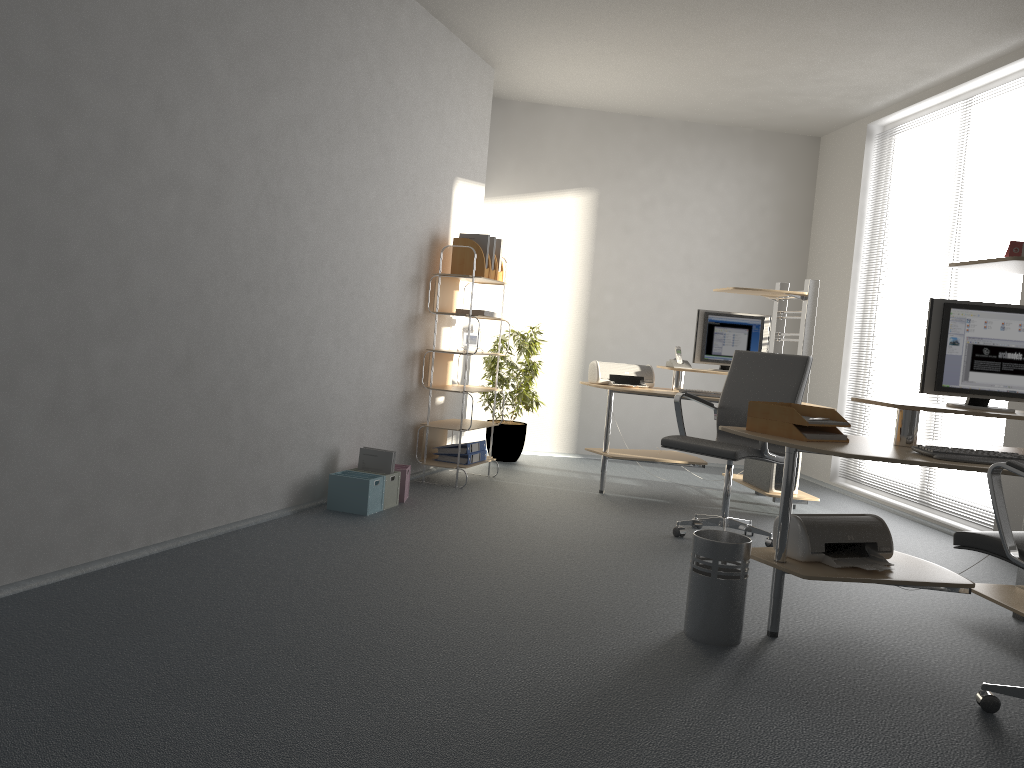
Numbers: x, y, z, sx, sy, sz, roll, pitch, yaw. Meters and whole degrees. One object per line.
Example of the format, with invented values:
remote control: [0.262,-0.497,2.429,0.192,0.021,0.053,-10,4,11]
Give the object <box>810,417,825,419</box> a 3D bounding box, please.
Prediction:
object: [1.146,0.130,3.332,0.008,0.009,0.159,7,4,38]

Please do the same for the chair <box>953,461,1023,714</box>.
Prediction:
chair: [1.715,0.512,2.555,0.584,1.048,0.652,4,3,-21]

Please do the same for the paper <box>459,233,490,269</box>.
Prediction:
paper: [-0.265,-0.862,5.981,0.213,0.297,0.045,6,3,18]

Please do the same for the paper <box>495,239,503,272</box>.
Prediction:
paper: [-0.176,-0.868,6.212,0.213,0.297,0.045,6,4,23]

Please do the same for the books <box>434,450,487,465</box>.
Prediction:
books: [-0.354,0.487,6.082,0.262,0.072,0.320,6,3,21]

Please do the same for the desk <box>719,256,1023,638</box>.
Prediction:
desk: [1.623,0.206,3.217,1.469,1.566,0.967,4,3,-8]

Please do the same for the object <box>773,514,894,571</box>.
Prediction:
object: [1.267,0.589,3.343,0.438,0.162,0.351,3,4,-23]

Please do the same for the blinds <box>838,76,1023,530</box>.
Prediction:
blinds: [2.908,-0.549,6.162,0.037,2.749,1.950,4,3,-8]

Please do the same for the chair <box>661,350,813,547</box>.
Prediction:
chair: [1.217,0.336,4.882,0.652,1.048,0.584,2,4,-42]

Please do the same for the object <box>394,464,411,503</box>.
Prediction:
object: [-0.738,0.583,5.235,0.245,0.202,0.185,5,3,1]

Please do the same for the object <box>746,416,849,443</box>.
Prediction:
object: [1.091,0.170,3.395,0.225,0.060,0.309,3,4,-28]

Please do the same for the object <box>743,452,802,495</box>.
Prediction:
object: [1.765,0.494,6.000,0.199,0.422,0.471,4,3,-8]

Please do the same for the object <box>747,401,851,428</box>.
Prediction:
object: [1.096,0.114,3.392,0.225,0.060,0.309,3,4,-28]

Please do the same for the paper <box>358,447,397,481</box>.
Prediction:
paper: [-0.775,0.521,5.024,0.220,0.306,0.068,6,3,19]

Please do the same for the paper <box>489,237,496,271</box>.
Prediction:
paper: [-0.224,-0.866,6.098,0.213,0.297,0.045,6,3,20]

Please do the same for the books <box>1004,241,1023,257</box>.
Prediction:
books: [2.104,-0.499,3.447,0.320,0.072,0.262,6,4,25]

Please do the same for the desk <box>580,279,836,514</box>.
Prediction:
desk: [1.272,0.018,5.983,1.469,1.566,0.967,4,3,-8]

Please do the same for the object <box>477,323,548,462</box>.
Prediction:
object: [0.009,0.061,7.178,0.544,1.147,0.644,6,4,21]

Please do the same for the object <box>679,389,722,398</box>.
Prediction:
object: [1.343,0.079,6.099,0.478,0.082,0.814,5,3,0]

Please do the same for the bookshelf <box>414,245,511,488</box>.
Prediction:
bookshelf: [-0.311,-0.121,6.065,0.381,1.572,0.724,6,3,20]

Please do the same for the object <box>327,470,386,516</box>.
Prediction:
object: [-0.848,0.596,4.839,0.245,0.202,0.185,6,3,19]

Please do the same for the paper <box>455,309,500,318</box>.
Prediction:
paper: [-0.234,-0.487,6.129,0.213,0.046,0.297,6,3,20]

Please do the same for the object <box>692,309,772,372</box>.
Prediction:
object: [1.546,-0.294,6.269,0.516,0.418,0.245,5,3,7]

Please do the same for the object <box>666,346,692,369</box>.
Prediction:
object: [1.171,-0.188,6.205,0.150,0.151,0.119,4,4,-22]

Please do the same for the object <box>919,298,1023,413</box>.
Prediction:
object: [1.896,-0.107,3.525,0.516,0.418,0.245,6,3,14]

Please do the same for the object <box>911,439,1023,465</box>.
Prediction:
object: [1.654,0.263,3.344,0.478,0.082,0.814,5,3,0]

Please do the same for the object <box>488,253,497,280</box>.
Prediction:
object: [-0.232,-0.845,6.079,0.243,0.259,0.113,6,3,20]

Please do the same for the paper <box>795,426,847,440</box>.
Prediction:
paper: [1.091,0.183,3.395,0.210,0.019,0.297,3,4,-28]

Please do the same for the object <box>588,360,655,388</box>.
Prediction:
object: [0.791,-0.065,6.160,0.438,0.162,0.351,4,3,-16]

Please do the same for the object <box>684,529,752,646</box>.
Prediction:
object: [0.743,0.737,3.210,0.208,0.377,0.208,7,4,36]

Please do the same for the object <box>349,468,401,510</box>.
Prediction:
object: [-0.787,0.592,5.014,0.245,0.202,0.185,6,3,19]

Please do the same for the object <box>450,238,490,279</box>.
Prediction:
object: [-0.272,-0.842,5.962,0.243,0.259,0.113,6,3,18]

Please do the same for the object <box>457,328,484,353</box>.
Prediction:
object: [-0.278,-0.298,6.039,0.077,0.161,0.192,7,4,38]

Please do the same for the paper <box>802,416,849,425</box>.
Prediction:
paper: [1.095,0.131,3.392,0.210,0.010,0.297,3,4,-28]

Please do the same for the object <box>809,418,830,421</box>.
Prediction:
object: [1.143,0.132,3.302,0.159,0.009,0.008,2,5,-44]

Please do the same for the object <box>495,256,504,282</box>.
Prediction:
object: [-0.184,-0.848,6.194,0.243,0.259,0.113,6,4,23]

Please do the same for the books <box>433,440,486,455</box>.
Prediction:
books: [-0.359,0.431,6.083,0.263,0.100,0.320,6,3,21]
